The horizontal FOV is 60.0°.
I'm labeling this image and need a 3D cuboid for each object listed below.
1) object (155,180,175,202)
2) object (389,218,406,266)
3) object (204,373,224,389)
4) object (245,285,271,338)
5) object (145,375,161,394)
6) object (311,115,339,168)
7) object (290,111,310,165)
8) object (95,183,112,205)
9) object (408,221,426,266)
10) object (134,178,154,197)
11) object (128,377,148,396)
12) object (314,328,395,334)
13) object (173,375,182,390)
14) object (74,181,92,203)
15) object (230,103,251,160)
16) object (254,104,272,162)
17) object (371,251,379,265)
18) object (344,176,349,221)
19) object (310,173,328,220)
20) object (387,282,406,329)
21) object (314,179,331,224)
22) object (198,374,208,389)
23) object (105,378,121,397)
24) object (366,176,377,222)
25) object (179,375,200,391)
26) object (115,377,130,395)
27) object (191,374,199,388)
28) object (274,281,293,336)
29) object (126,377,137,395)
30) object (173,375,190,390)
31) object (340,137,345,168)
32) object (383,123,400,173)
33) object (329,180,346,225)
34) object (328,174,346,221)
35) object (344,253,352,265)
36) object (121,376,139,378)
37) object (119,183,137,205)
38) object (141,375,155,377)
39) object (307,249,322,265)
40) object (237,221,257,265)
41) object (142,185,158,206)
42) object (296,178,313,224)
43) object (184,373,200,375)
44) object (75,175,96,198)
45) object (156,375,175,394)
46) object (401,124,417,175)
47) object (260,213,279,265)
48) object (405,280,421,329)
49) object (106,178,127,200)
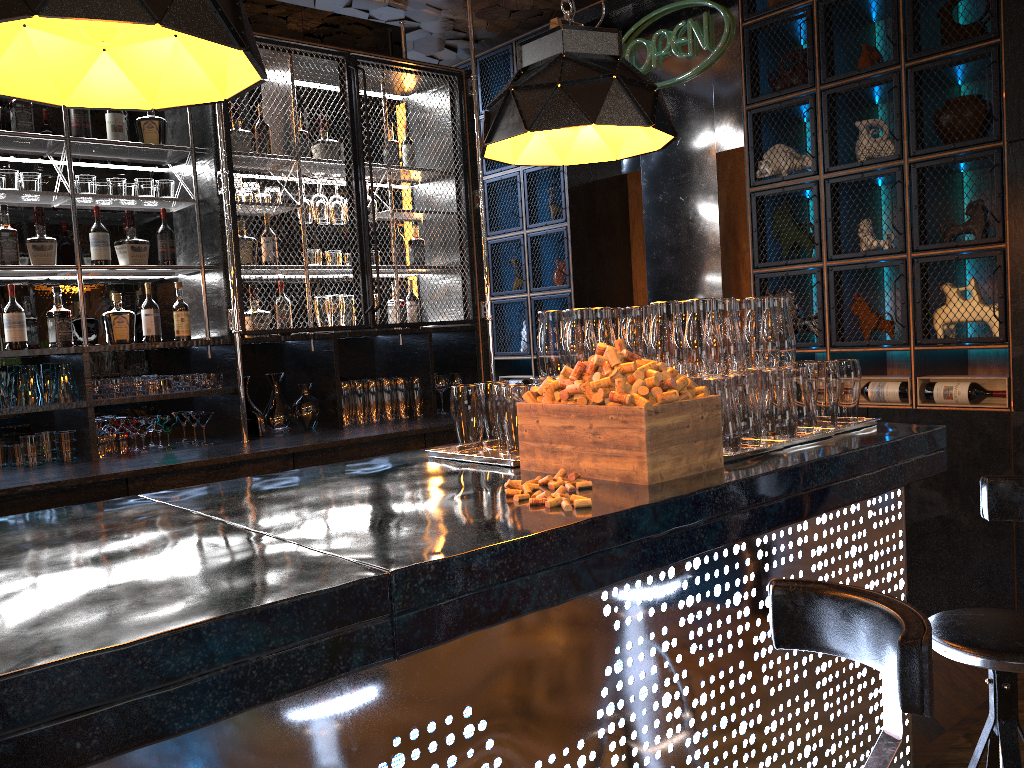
[{"bbox_3d":[-1.689,-0.941,4.323,0.089,0.092,0.089,-1,4,35],"label":"object"},{"bbox_3d":[-0.684,-0.837,5.276,0.086,0.299,0.086,-3,4,8],"label":"object"},{"bbox_3d":[-1.456,-0.013,4.337,0.088,0.070,0.098,-6,4,-31],"label":"object"},{"bbox_3d":[-1.357,-0.383,4.679,0.123,0.279,0.123,-1,4,38],"label":"object"},{"bbox_3d":[-1.719,0.002,4.257,0.084,0.082,0.084,-6,4,-34],"label":"object"},{"bbox_3d":[-1.048,-1.358,4.956,0.123,0.279,0.123,-6,4,-37],"label":"object"},{"bbox_3d":[-1.165,-1.347,4.854,0.083,0.282,0.083,-6,5,-40],"label":"object"},{"bbox_3d":[-1.983,-0.922,4.302,0.089,0.092,0.089,-1,4,35],"label":"object"},{"bbox_3d":[-0.578,-0.840,5.363,0.083,0.282,0.083,-6,4,-30],"label":"object"},{"bbox_3d":[-1.761,-0.933,4.253,0.089,0.092,0.089,-4,4,-1],"label":"object"},{"bbox_3d":[-1.732,0.012,4.117,0.084,0.082,0.084,-5,4,-23],"label":"object"},{"bbox_3d":[-0.905,-0.301,5.014,0.437,0.019,0.273,-6,5,-40],"label":"object"},{"bbox_3d":[-1.691,-0.007,4.461,0.098,0.070,0.088,-1,4,34],"label":"object"},{"bbox_3d":[-2.036,-0.914,4.212,0.089,0.092,0.089,-3,4,4],"label":"object"},{"bbox_3d":[-1.430,-1.312,4.608,0.123,0.279,0.123,-6,4,-32],"label":"object"},{"bbox_3d":[-1.328,-1.336,4.717,0.086,0.297,0.086,-3,4,8],"label":"object"},{"bbox_3d":[-0.806,-0.717,5.112,0.089,0.092,0.089,-1,4,34],"label":"object"},{"bbox_3d":[-0.894,-1.040,4.968,0.092,0.244,0.092,0,5,44],"label":"object"},{"bbox_3d":[-1.052,-1.022,4.833,0.092,0.244,0.092,0,5,44],"label":"object"},{"bbox_3d":[-0.690,-0.463,5.270,0.083,0.282,0.083,-1,4,34],"label":"object"},{"bbox_3d":[-1.077,-1.032,5.029,0.092,0.244,0.092,0,5,44],"label":"object"},{"bbox_3d":[-1.522,-0.014,4.409,0.098,0.070,0.088,-4,4,-14],"label":"object"},{"bbox_3d":[-1.866,0.019,4.135,0.084,0.082,0.084,-5,4,-23],"label":"object"},{"bbox_3d":[-0.816,-1.049,5.036,0.092,0.244,0.092,0,5,44],"label":"object"},{"bbox_3d":[-1.565,-0.005,4.309,0.088,0.070,0.098,-4,4,-5],"label":"object"},{"bbox_3d":[-1.860,0.011,4.263,0.084,0.082,0.084,-7,5,-43],"label":"object"},{"bbox_3d":[-1.589,-0.014,4.487,0.088,0.070,0.098,-3,4,6],"label":"object"},{"bbox_3d":[-1.240,-0.409,4.801,0.086,0.299,0.086,-3,4,8],"label":"object"},{"bbox_3d":[-1.782,0.009,4.203,0.084,0.082,0.084,-4,4,-13],"label":"object"},{"bbox_3d":[-1.628,-0.006,4.384,0.088,0.070,0.098,-5,4,-17],"label":"object"},{"bbox_3d":[-0.928,-1.374,5.057,0.083,0.282,0.083,-1,4,34],"label":"object"},{"bbox_3d":[-0.715,-1.397,5.240,0.083,0.282,0.083,-5,4,-25],"label":"object"},{"bbox_3d":[-1.002,-1.041,5.093,0.092,0.244,0.092,0,5,44],"label":"object"},{"bbox_3d":[-0.969,-1.031,4.904,0.092,0.244,0.092,0,5,44],"label":"object"},{"bbox_3d":[-0.934,-0.714,5.180,0.089,0.092,0.089,-1,4,34],"label":"object"},{"bbox_3d":[-1.870,0.006,4.352,0.084,0.082,0.084,-4,4,-1],"label":"object"},{"bbox_3d":[-1.888,-0.931,4.352,0.089,0.092,0.089,-1,4,35],"label":"object"},{"bbox_3d":[-1.766,0.000,4.326,0.084,0.082,0.084,-6,4,-38],"label":"object"},{"bbox_3d":[-1.078,-0.683,4.824,0.089,0.092,0.089,-1,4,34],"label":"object"},{"bbox_3d":[-1.412,-0.727,4.646,0.151,0.248,0.094,-6,4,-32],"label":"object"},{"bbox_3d":[-1.813,-0.941,4.432,0.089,0.092,0.089,-4,4,-1],"label":"object"},{"bbox_3d":[-1.160,-1.023,4.958,0.092,0.244,0.092,0,5,44],"label":"object"},{"bbox_3d":[-1.653,-0.015,4.567,0.098,0.070,0.088,-6,5,-40],"label":"object"},{"bbox_3d":[-1.963,-0.911,4.091,0.089,0.092,0.089,-1,4,35],"label":"object"},{"bbox_3d":[-1.642,0.001,4.194,0.084,0.082,0.084,-1,4,32],"label":"object"},{"bbox_3d":[-0.627,-1.418,5.351,0.086,0.298,0.086,-3,4,13],"label":"object"},{"bbox_3d":[-1.306,-0.766,4.755,0.086,0.298,0.086,-3,4,8],"label":"object"},{"bbox_3d":[-0.604,-0.481,5.361,0.086,0.298,0.086,-3,4,8],"label":"object"},{"bbox_3d":[-1.873,-0.923,4.207,0.089,0.092,0.089,-7,5,-41],"label":"object"}]
